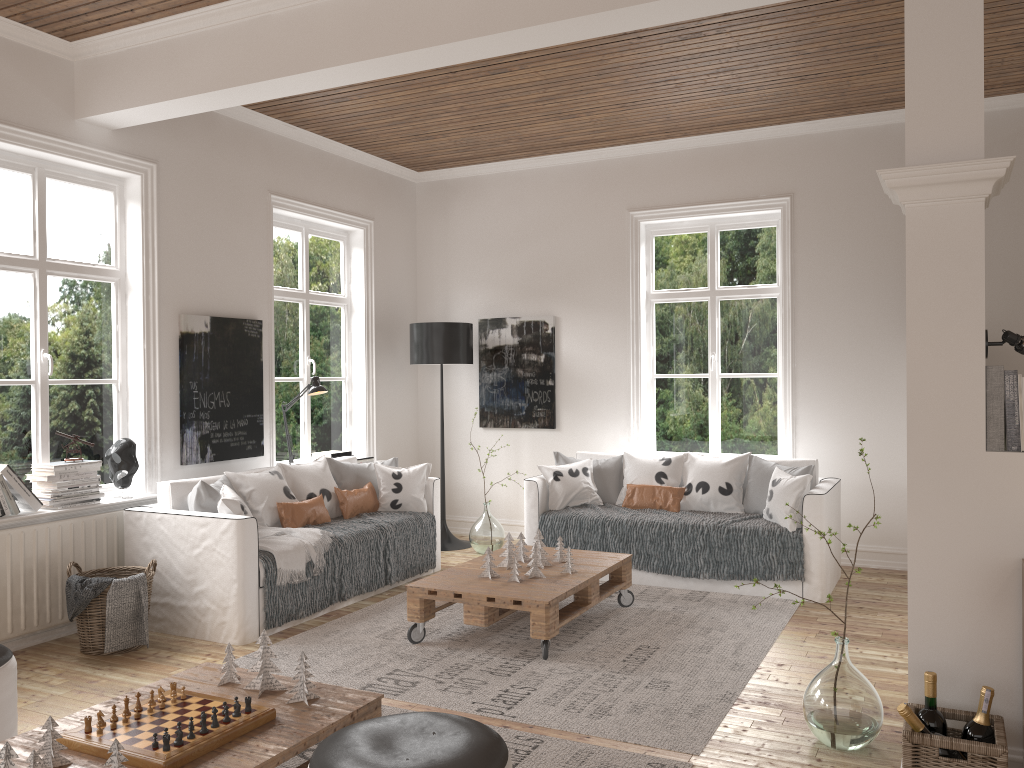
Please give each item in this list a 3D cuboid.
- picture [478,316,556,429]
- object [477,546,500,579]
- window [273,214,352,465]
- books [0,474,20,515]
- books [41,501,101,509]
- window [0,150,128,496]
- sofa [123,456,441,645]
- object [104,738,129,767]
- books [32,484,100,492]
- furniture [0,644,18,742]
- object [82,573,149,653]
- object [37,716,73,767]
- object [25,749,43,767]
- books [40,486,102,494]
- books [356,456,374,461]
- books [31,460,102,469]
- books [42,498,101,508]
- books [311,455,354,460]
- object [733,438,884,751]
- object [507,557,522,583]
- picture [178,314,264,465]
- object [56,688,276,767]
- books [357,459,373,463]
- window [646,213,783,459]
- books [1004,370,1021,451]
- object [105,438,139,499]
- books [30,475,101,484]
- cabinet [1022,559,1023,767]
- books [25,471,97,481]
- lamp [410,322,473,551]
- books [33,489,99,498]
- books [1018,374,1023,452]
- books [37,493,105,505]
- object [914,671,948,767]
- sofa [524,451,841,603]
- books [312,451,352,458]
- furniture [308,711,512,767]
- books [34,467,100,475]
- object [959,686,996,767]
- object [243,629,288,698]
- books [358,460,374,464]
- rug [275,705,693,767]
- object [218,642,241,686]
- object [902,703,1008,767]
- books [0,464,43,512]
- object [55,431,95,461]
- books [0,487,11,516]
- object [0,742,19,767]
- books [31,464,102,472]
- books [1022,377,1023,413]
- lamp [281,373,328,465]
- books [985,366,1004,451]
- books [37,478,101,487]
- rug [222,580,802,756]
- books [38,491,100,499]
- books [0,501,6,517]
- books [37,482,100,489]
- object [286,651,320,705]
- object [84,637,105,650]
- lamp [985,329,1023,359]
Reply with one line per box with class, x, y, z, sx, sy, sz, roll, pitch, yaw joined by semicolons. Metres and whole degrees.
picture;0.037;-0.092;7.271;0.680;0.908;0.041;0;1;27
object;-0.118;0.913;4.565;0.093;0.161;0.088;0;1;36
window;-1.527;-0.287;6.669;0.120;1.872;1.055;0;1;27
books;-2.538;0.543;4.388;0.161;0.213;0.118;0;1;27
books;-2.360;0.640;4.734;0.161;0.012;0.254;0;1;27
window;-2.494;-0.262;4.730;0.120;1.872;1.055;0;1;27
sofa;-1.294;0.910;5.476;0.866;0.776;1.960;0;1;27
object;-0.957;0.938;2.143;0.085;0.166;0.085;0;0;12
books;-2.373;0.549;4.721;0.159;0.012;0.285;0;1;27
furniture;-1.938;1.109;2.945;0.518;0.430;0.518;-1;1;-42
object;-1.967;1.110;4.396;0.290;0.356;0.349;-1;1;-34
object;-1.229;0.951;2.357;0.082;0.141;0.077;0;0;8
object;-1.168;0.957;2.163;0.076;0.132;0.072;0;1;27
books;-2.356;0.561;4.737;0.161;0.013;0.256;0;1;27
books;-1.242;0.585;6.960;0.202;0.012;0.251;0;1;28
books;-2.364;0.425;4.714;0.182;0.016;0.288;0;1;27
books;-2.364;0.627;4.718;0.159;0.012;0.285;0;1;27
books;-1.361;0.555;6.716;0.212;0.023;0.258;0;1;27
object;1.068;0.748;3.179;0.515;1.117;0.275;-1;0;-7
object;0.012;0.931;4.476;0.068;0.124;0.072;0;0;11
picture;-1.833;0.032;5.634;0.041;0.908;0.680;0;1;27
object;-1.001;1.003;2.596;0.429;0.036;0.429;0;1;27
books;-1.236;0.598;6.955;0.187;0.014;0.248;0;1;25
window;1.525;-0.315;6.728;1.055;1.872;0.120;0;1;27
books;1.622;0.083;2.883;0.046;0.257;0.193;0;1;27
object;-2.200;0.474;5.001;0.171;0.340;0.177;-1;1;-28
books;-2.384;0.505;4.736;0.182;0.016;0.288;0;1;27
cabinet;2.143;0.918;2.266;1.432;0.750;0.408;0;1;27
books;-2.394;0.483;4.715;0.180;0.028;0.296;0;1;27
lamp;-0.553;0.402;7.034;0.499;1.754;0.499;0;1;24
books;-2.388;0.576;4.727;0.182;0.016;0.288;0;1;27
books;1.646;0.090;2.877;0.019;0.243;0.205;0;1;27
books;-2.372;0.608;4.725;0.176;0.025;0.331;0;1;27
object;1.309;1.091;2.772;0.095;0.377;0.095;-1;1;-28
sofa;1.128;0.884;5.944;1.960;0.776;0.866;0;1;27
books;-1.363;0.530;6.707;0.190;0.028;0.239;0;1;29
furniture;-0.254;1.099;2.222;0.518;0.430;0.518;0;1;29
books;-2.371;0.460;4.726;0.174;0.021;0.273;0;1;27
object;1.413;1.104;2.722;0.127;0.361;0.094;0;1;26
object;-0.815;0.912;2.937;0.111;0.204;0.118;-1;1;-40
books;-1.234;0.611;6.959;0.187;0.014;0.253;0;1;27
rug;-0.941;1.318;2.428;2.254;0.003;2.474;0;1;27
object;-0.962;0.946;3.020;0.079;0.137;0.075;-1;0;-15
object;1.339;1.164;2.686;0.276;0.270;0.276;0;1;27
books;-2.512;0.520;4.451;0.176;0.255;0.226;0;1;27
object;-2.333;0.326;4.738;0.177;0.161;0.092;-1;0;-6
books;-2.560;0.540;4.356;0.161;0.218;0.101;0;1;27
object;-1.153;0.920;2.028;0.107;0.208;0.106;0;1;42
books;-2.371;0.441;4.724;0.182;0.016;0.288;0;1;27
books;1.662;0.094;2.870;0.031;0.236;0.200;0;1;27
lamp;-1.473;0.275;6.256;0.439;0.703;0.196;0;1;27
books;1.580;0.076;2.906;0.050;0.271;0.200;0;1;27
books;-2.367;0.521;4.738;0.167;0.017;0.263;0;1;27
rug;0.197;1.289;4.709;2.254;0.003;2.474;0;1;27
books;-2.366;0.590;4.736;0.161;0.013;0.254;0;1;27
books;-2.570;0.534;4.327;0.152;0.232;0.104;0;1;27
books;-2.363;0.537;4.729;0.161;0.012;0.254;0;1;27
object;-0.668;0.933;2.836;0.082;0.160;0.082;0;0;16
object;-1.995;1.211;4.437;0.280;0.186;0.291;0;0;12
lamp;1.703;-0.139;3.042;0.156;0.101;0.101;0;1;27
